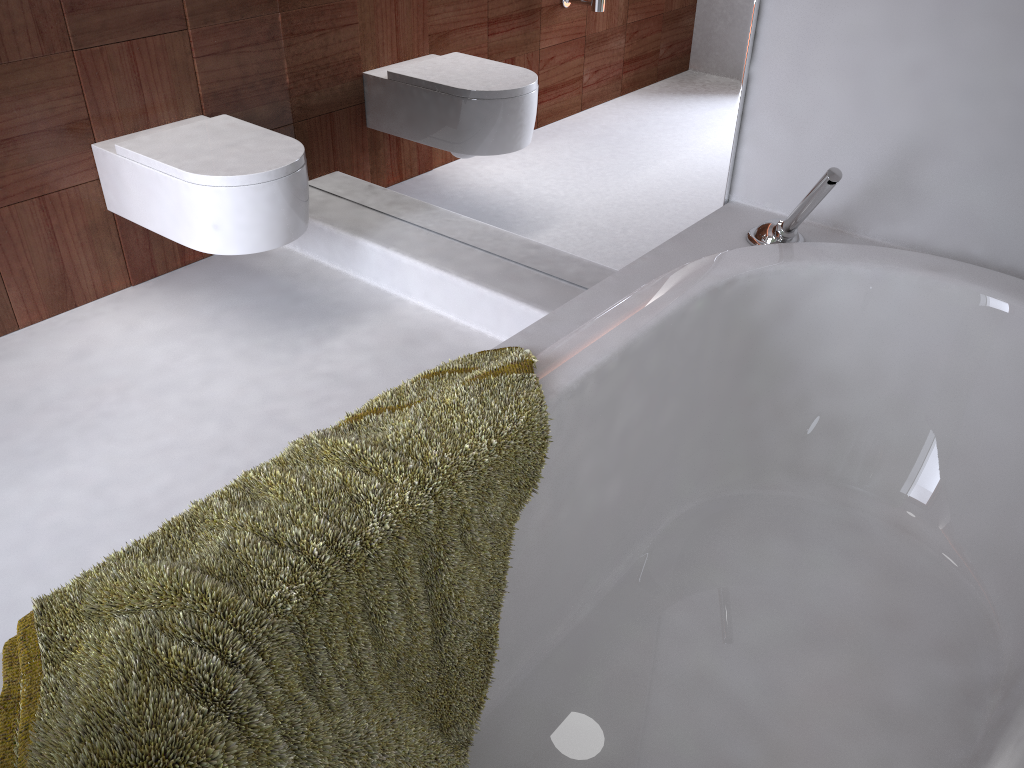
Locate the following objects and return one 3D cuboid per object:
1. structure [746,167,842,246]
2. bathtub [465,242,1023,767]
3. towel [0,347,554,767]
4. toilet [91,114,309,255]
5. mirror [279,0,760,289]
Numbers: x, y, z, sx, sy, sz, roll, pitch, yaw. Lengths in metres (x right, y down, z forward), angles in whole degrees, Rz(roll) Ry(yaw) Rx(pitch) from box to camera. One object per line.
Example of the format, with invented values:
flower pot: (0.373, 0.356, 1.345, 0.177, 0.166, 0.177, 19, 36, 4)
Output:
structure: (0.536, -0.313, 1.632, 0.112, 0.257, 0.239, -11, 36, -17)
bathtub: (0.310, 0.319, 1.150, 0.881, 0.424, 1.683, 25, 41, 31)
towel: (-0.208, 0.295, 1.135, 0.349, 0.452, 0.890, 21, 39, 27)
toilet: (-0.752, -0.481, 2.273, 0.547, 0.284, 0.329, 25, 41, 31)
mirror: (-0.087, -1.290, 1.829, 1.433, 2.183, 0.019, 25, 41, 31)
